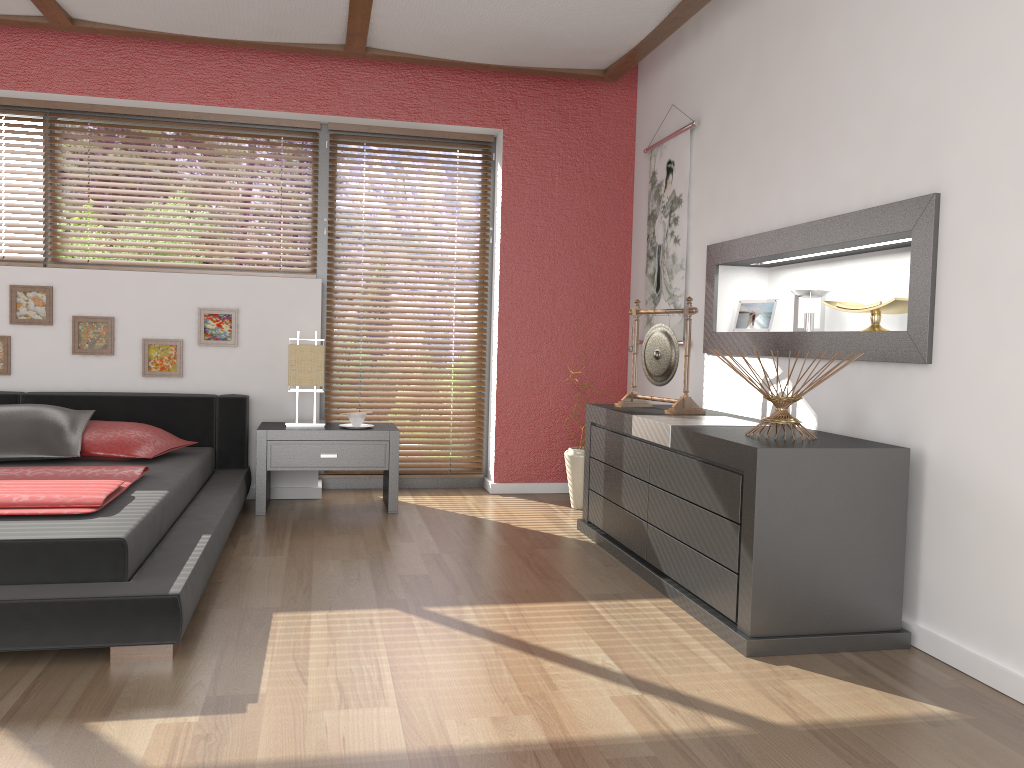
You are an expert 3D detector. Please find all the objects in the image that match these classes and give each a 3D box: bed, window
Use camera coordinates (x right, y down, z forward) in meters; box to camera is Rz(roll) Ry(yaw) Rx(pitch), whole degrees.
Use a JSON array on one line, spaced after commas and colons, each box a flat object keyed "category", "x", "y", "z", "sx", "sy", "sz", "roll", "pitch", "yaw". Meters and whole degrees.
[{"category": "bed", "x": -2.341, "y": 0.381, "z": 3.299, "sx": 2.469, "sy": 0.577, "sz": 2.413, "roll": 1, "pitch": 3, "yaw": -12}, {"category": "window", "x": -2.507, "y": -1.060, "z": 4.822, "sx": 2.817, "sy": 0.786, "sz": 0.020, "roll": 1, "pitch": 3, "yaw": -12}, {"category": "window", "x": -0.617, "y": -0.485, "z": 5.260, "sx": 0.889, "sy": 1.893, "sz": 0.020, "roll": 1, "pitch": 3, "yaw": -12}]

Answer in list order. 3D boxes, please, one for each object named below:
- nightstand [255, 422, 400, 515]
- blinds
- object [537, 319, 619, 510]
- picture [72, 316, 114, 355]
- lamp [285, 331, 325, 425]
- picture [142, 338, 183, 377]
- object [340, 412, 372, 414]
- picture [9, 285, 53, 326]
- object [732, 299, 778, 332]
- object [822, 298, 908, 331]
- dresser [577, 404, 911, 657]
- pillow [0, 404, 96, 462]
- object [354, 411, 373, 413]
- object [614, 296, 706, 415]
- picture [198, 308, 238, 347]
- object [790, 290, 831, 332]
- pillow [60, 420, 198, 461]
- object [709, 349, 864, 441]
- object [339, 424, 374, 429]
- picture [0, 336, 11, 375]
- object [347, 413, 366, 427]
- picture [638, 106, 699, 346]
[{"category": "nightstand", "x": -0.958, "y": 0.431, "z": 4.624, "sx": 0.700, "sy": 0.423, "sz": 0.413, "roll": 1, "pitch": 3, "yaw": -12}, {"category": "blinds", "x": -2.512, "y": -0.479, "z": 4.783, "sx": 4.840, "sy": 1.952, "sz": 0.032, "roll": 1, "pitch": 3, "yaw": -12}, {"category": "object", "x": 0.332, "y": 0.154, "z": 4.763, "sx": 0.422, "sy": 1.035, "sz": 0.364, "roll": -1, "pitch": 4, "yaw": -37}, {"category": "picture", "x": -2.162, "y": -0.250, "z": 4.579, "sx": 0.200, "sy": 0.200, "sz": 0.010, "roll": 1, "pitch": 3, "yaw": -12}, {"category": "lamp", "x": -1.070, "y": -0.034, "z": 4.615, "sx": 0.200, "sy": 0.480, "sz": 0.200, "roll": 1, "pitch": 3, "yaw": -12}, {"category": "picture", "x": -1.834, "y": -0.137, "z": 4.655, "sx": 0.200, "sy": 0.200, "sz": 0.010, "roll": 1, "pitch": 3, "yaw": -12}, {"category": "object", "x": -0.802, "y": 0.150, "z": 4.568, "sx": 0.192, "sy": 0.007, "sz": 0.007, "roll": -1, "pitch": 4, "yaw": -43}, {"category": "picture", "x": -2.444, "y": -0.400, "z": 4.510, "sx": 0.200, "sy": 0.200, "sz": 0.010, "roll": 1, "pitch": 3, "yaw": -12}, {"category": "object", "x": 1.092, "y": -0.307, "z": 3.993, "sx": 0.041, "sy": 0.146, "sz": 0.226, "roll": 0, "pitch": 3, "yaw": -32}, {"category": "object", "x": 1.291, "y": -0.239, "z": 3.146, "sx": 0.181, "sy": 0.116, "sz": 0.350, "roll": 0, "pitch": 3, "yaw": -22}, {"category": "dresser", "x": 0.766, "y": 0.444, "z": 3.455, "sx": 0.540, "sy": 0.608, "sz": 1.740, "roll": 1, "pitch": 3, "yaw": -12}, {"category": "pillow", "x": -2.268, "y": 0.213, "z": 3.899, "sx": 0.744, "sy": 0.241, "sz": 0.386, "roll": 1, "pitch": 3, "yaw": -17}, {"category": "object", "x": -0.799, "y": 0.149, "z": 4.591, "sx": 0.007, "sy": 0.007, "sz": 0.192, "roll": 4, "pitch": 4, "yaw": 42}, {"category": "object", "x": 0.654, "y": -0.132, "z": 3.911, "sx": 0.173, "sy": 0.498, "sz": 0.490, "roll": 0, "pitch": 3, "yaw": -27}, {"category": "picture", "x": -1.560, "y": -0.301, "z": 4.705, "sx": 0.200, "sy": 0.200, "sz": 0.010, "roll": 1, "pitch": 3, "yaw": -12}, {"category": "object", "x": 1.210, "y": -0.292, "z": 3.605, "sx": 0.159, "sy": 0.171, "sz": 0.159, "roll": 4, "pitch": 4, "yaw": 37}, {"category": "pillow", "x": -1.908, "y": 0.263, "z": 4.122, "sx": 0.745, "sy": 0.172, "sz": 0.418, "roll": 2, "pitch": 3, "yaw": 7}, {"category": "object", "x": 0.883, "y": 0.032, "z": 2.895, "sx": 0.481, "sy": 0.282, "sz": 0.481, "roll": 4, "pitch": 4, "yaw": 44}, {"category": "object", "x": -0.804, "y": 0.219, "z": 4.589, "sx": 0.179, "sy": 0.012, "sz": 0.179, "roll": 2, "pitch": 3, "yaw": 13}, {"category": "picture", "x": -2.644, "y": -0.146, "z": 4.481, "sx": 0.200, "sy": 0.200, "sz": 0.010, "roll": 1, "pitch": 3, "yaw": -12}, {"category": "object", "x": -0.803, "y": 0.187, "z": 4.587, "sx": 0.099, "sy": 0.069, "sz": 0.099, "roll": 2, "pitch": 3, "yaw": 13}, {"category": "picture", "x": 0.818, "y": -0.840, "z": 4.705, "sx": 0.028, "sy": 1.270, "sz": 0.701, "roll": 1, "pitch": 3, "yaw": -12}]
